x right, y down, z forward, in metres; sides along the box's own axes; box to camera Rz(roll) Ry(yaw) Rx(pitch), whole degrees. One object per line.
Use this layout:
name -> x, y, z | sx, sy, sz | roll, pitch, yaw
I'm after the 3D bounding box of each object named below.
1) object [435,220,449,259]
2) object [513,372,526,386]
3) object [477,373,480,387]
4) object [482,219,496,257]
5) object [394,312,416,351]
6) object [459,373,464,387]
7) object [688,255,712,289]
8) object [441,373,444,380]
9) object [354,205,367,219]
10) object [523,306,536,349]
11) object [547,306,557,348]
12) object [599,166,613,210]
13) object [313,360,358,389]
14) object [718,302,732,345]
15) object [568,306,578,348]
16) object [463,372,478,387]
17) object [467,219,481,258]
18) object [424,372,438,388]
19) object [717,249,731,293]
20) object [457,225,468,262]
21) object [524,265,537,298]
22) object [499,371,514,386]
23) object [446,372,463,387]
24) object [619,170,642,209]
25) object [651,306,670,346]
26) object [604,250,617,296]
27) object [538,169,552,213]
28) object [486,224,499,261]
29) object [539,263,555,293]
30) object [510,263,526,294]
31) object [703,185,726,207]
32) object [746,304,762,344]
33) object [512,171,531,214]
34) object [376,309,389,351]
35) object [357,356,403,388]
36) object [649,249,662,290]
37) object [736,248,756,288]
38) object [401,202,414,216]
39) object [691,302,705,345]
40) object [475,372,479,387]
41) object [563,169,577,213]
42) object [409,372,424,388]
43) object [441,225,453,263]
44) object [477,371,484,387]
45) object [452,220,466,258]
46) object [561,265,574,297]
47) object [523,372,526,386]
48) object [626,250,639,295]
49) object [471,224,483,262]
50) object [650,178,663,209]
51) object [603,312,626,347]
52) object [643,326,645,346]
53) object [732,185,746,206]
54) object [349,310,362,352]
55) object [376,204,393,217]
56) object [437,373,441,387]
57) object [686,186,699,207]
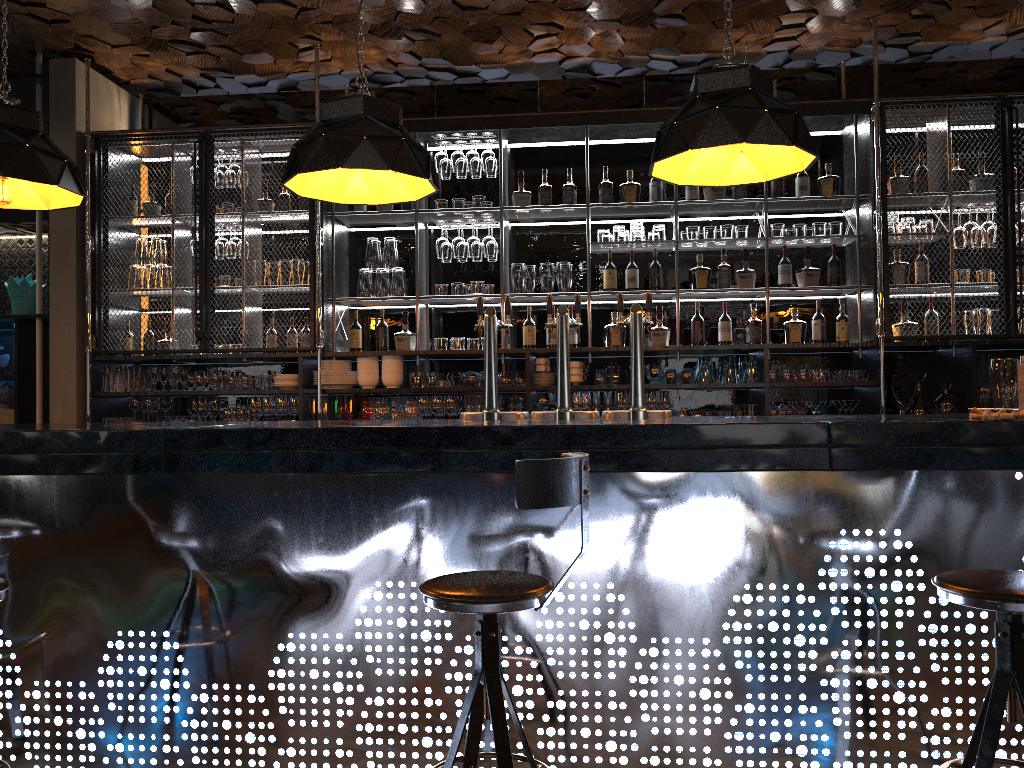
object -> -0.463, -0.960, 5.897 | 0.092, 0.244, 0.092 | 0, -1, -34
object -> 0.042, -0.032, 5.784 | 0.095, 0.096, 0.095 | -1, -1, 29
object -> -0.252, -0.025, 6.011 | 0.093, 0.099, 0.093 | -1, -1, 7
object -> -0.152, -0.965, 5.868 | 0.092, 0.244, 0.092 | 0, -1, -34
object -> -0.718, -0.347, 5.987 | 0.123, 0.279, 0.123 | -1, -1, 19
object -> -0.362, -0.025, 5.970 | 0.109, 0.100, 0.109 | 0, -1, -12
object -> 1.235, -0.722, 5.823 | 0.151, 0.248, 0.094 | -1, -1, -6
object -> -0.509, -0.021, 6.044 | 0.089, 0.100, 0.100 | -1, -1, -1
object -> -1.039, -1.287, 6.081 | 0.086, 0.298, 0.086 | 0, -1, -36
object -> 0.117, -0.368, 5.928 | 0.086, 0.299, 0.086 | 0, -1, -36
object -> 0.276, -0.371, 5.939 | 0.086, 0.298, 0.086 | 0, -1, -36
object -> 0.623, -1.302, 5.893 | 0.083, 0.282, 0.083 | -1, -1, -10
object -> -1.179, -0.062, 5.943 | 0.306, 0.195, 0.300 | -1, -1, 7
object -> 1.396, -0.387, 5.810 | 0.086, 0.298, 0.086 | 0, -1, -36
object -> 0.391, -0.373, 5.904 | 0.086, 0.298, 0.086 | 0, -1, -36
object -> -0.271, -0.029, 5.798 | 0.093, 0.099, 0.093 | -1, -1, 22
object -> -0.255, -0.963, 5.877 | 0.092, 0.244, 0.092 | 0, -1, -34
object -> -0.535, -0.025, 5.823 | 0.089, 0.100, 0.100 | -2, -2, 42
object -> 1.388, -0.743, 5.810 | 0.083, 0.282, 0.083 | -1, -1, 5
object -> -0.338, -0.959, 6.051 | 0.092, 0.244, 0.092 | 0, -1, -34
object -> 0.116, -0.689, 5.982 | 0.105, 0.209, 0.105 | 0, -2, -40
object -> -0.035, -0.032, 5.719 | 0.095, 0.096, 0.095 | 0, -1, -21
object -> -0.377, -0.028, 5.812 | 0.109, 0.100, 0.109 | 0, -1, -12
object -> 0.783, -1.287, 5.877 | 0.151, 0.248, 0.094 | -1, -1, 9
object -> 0.971, -0.371, 5.828 | 0.123, 0.279, 0.123 | -1, -1, 19
object -> 0.651, -0.739, 5.885 | 0.086, 0.299, 0.086 | 0, -1, -36
object -> 0.220, -1.290, 5.931 | 0.083, 0.282, 0.083 | -1, -1, -10
object -> -0.136, -0.962, 6.032 | 0.092, 0.244, 0.092 | 0, -1, -34
object -> 0.235, -0.692, 5.882 | 0.105, 0.209, 0.105 | 0, -2, -40
object -> 0.043, -0.690, 5.873 | 0.105, 0.209, 0.105 | 0, -2, -40
object -> 1.326, -1.310, 5.813 | 0.123, 0.279, 0.123 | -1, -1, -6
object -> 1.577, -0.382, 5.785 | 0.083, 0.282, 0.083 | -1, -1, -10
object -> 0.064, -1.285, 5.947 | 0.123, 0.279, 0.123 | -1, -1, -6
object -> -0.876, -0.355, 5.990 | 0.086, 0.297, 0.086 | -2, -2, 39
object -> -0.874, -0.078, 5.882 | 0.309, 0.216, 0.149 | -1, -1, 3
object -> 0.947, -0.744, 5.855 | 0.086, 0.297, 0.086 | 0, -1, -36
object -> 1.525, -0.743, 5.783 | 0.123, 0.279, 0.123 | -1, -1, 19
object -> -0.709, -1.292, 6.022 | 0.086, 0.299, 0.086 | 0, -1, -36
object -> 1.212, -0.385, 5.794 | 0.086, 0.297, 0.086 | -2, -2, 39
object -> -0.261, -0.027, 5.906 | 0.093, 0.099, 0.093 | -1, -1, -7
object -> 0.386, -1.292, 5.915 | 0.083, 0.282, 0.083 | -1, -1, 20
object -> -0.622, -0.025, 5.775 | 0.100, 0.100, 0.089 | -1, -1, 10
object -> -0.447, -0.957, 6.061 | 0.092, 0.244, 0.092 | 0, -1, -34
object -> -0.175, -0.032, 5.742 | 0.093, 0.099, 0.093 | -1, -1, 25
object -> -0.353, -0.962, 5.887 | 0.092, 0.244, 0.092 | 0, -1, -34
object -> 0.363, -0.692, 5.955 | 0.105, 0.209, 0.105 | 0, -2, -40
object -> 0.058, -0.030, 5.890 | 0.095, 0.096, 0.095 | 0, -2, -44
object -> 0.799, -0.742, 5.897 | 0.086, 0.298, 0.086 | 0, -1, -36
object -> -0.239, -0.960, 6.041 | 0.092, 0.244, 0.092 | 0, -1, -34
object -> 0.955, -1.314, 5.875 | 0.086, 0.298, 0.086 | 0, -1, -36
object -> 0.681, -0.351, 5.868 | 0.151, 0.248, 0.094 | -1, -1, -6
object -> 0.834, -0.371, 5.855 | 0.083, 0.282, 0.083 | -1, -1, 5
object -> 1.488, -1.315, 5.812 | 0.083, 0.282, 0.083 | -1, -1, 5
object -> -1.064, -0.351, 6.039 | 0.086, 0.299, 0.086 | 0, -1, -36
object -> -0.865, -1.279, 6.019 | 0.123, 0.279, 0.123 | -1, -1, -6
object -> -0.523, -0.022, 5.944 | 0.100, 0.100, 0.089 | 0, -2, -43
object -> 1.188, -1.319, 5.847 | 0.086, 0.298, 0.086 | 0, -1, -36
